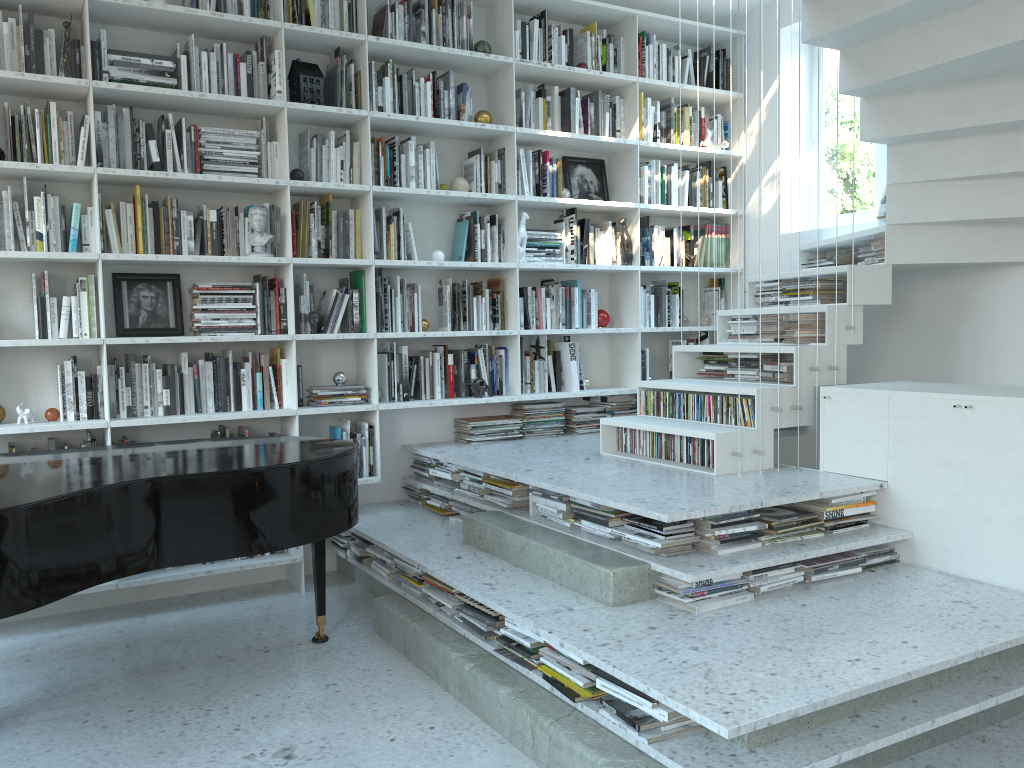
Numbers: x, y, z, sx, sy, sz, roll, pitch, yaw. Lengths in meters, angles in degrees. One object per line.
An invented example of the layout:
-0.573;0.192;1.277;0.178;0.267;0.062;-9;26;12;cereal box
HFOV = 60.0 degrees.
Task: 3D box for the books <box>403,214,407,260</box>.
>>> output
-0.603;-0.773;4.761;0.007;0.254;0.160;-3;5;-29;books

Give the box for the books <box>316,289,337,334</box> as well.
-0.970;-0.369;4.548;0.095;0.228;0.190;-3;4;-29;books

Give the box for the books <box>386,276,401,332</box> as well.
-0.636;-0.424;4.740;0.014;0.297;0.175;-3;5;-29;books

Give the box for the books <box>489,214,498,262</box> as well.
-0.129;-0.806;4.997;0.012;0.274;0.183;-3;5;-29;books

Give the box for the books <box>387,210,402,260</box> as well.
-0.629;-0.779;4.730;0.006;0.270;0.178;-3;5;-29;books

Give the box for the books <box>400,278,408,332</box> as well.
-0.601;-0.421;4.784;0.006;0.285;0.159;-3;5;-29;books

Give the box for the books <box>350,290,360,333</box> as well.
-0.841;-0.376;4.622;0.029;0.223;0.171;-3;5;-29;books

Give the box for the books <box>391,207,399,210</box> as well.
-0.629;-0.797;4.784;0.011;0.300;0.088;-3;5;-29;books

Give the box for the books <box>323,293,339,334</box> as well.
-0.957;-0.361;4.561;0.089;0.210;0.175;-3;4;-29;books

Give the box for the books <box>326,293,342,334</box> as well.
-0.941;-0.363;4.588;0.090;0.212;0.143;-3;5;-29;books

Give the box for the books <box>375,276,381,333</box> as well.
-0.731;-0.419;4.699;0.018;0.295;0.177;-3;5;-29;books

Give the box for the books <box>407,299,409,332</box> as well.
-0.591;-0.369;4.792;0.013;0.179;0.140;-3;5;-29;books

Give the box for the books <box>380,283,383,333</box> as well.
-0.720;-0.412;4.704;0.006;0.282;0.155;-3;5;-29;books

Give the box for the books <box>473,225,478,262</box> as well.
-0.234;-0.769;4.951;0.006;0.210;0.188;-3;4;-29;books

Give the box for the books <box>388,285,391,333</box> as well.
-0.681;-0.398;4.721;0.013;0.249;0.165;-3;5;-29;books

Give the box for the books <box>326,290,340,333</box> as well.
-0.953;-0.370;4.587;0.095;0.226;0.144;-3;5;-29;books

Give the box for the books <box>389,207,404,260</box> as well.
-0.618;-0.788;4.742;0.013;0.287;0.158;-3;5;-29;books

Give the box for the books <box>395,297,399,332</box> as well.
-0.647;-0.368;4.739;0.013;0.186;0.183;-3;4;-29;books

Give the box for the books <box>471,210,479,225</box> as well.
-0.224;-0.814;4.973;0.013;0.296;0.154;-3;5;-29;books

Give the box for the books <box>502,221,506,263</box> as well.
-0.072;-0.796;5.041;0.010;0.246;0.158;-3;5;-29;books

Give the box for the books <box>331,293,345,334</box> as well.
-0.928;-0.367;4.605;0.090;0.215;0.139;-3;5;-29;books

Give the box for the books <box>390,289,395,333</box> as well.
-0.665;-0.387;4.718;0.011;0.226;0.188;-3;4;-29;books

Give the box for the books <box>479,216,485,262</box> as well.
-0.197;-0.798;4.974;0.018;0.263;0.165;-3;5;-29;books

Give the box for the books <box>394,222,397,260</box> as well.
-0.647;-0.748;4.719;0.007;0.212;0.158;-3;5;-29;books

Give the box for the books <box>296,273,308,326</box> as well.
-1.068;-0.407;4.510;0.013;0.307;0.141;-3;5;-29;books

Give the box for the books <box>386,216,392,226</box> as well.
-0.669;-0.763;4.714;0.008;0.243;0.169;-3;5;-29;books

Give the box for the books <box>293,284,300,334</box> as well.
-1.111;-0.378;4.492;0.028;0.253;0.142;-3;5;-29;books

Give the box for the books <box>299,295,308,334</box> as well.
-1.077;-0.348;4.491;0.027;0.192;0.182;-3;4;-29;books

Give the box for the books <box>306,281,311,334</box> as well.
-1.061;-0.387;4.525;0.012;0.266;0.157;-3;5;-29;books

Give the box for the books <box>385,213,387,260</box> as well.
-0.696;-0.769;4.704;0.013;0.256;0.144;-3;5;-29;books

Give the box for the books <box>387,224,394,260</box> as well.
-0.667;-0.736;4.687;0.017;0.192;0.191;-3;4;-29;books

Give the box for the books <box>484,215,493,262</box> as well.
-0.159;-0.807;5.005;0.032;0.275;0.154;-3;5;-29;books

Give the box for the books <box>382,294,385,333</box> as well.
-0.714;-0.375;4.718;0.013;0.204;0.154;-3;5;-29;books

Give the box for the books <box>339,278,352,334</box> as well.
-0.870;-0.407;4.628;0.013;0.286;0.138;-3;5;-29;books

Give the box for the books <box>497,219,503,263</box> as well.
-0.098;-0.798;5.019;0.011;0.253;0.169;-3;5;-29;books

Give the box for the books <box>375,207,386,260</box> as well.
-0.706;-0.778;4.664;0.013;0.279;0.191;-3;5;-29;books

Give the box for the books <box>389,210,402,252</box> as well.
-0.626;-0.781;4.738;0.006;0.274;0.167;-3;5;-29;books

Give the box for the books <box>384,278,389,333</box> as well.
-0.688;-0.415;4.713;0.005;0.284;0.159;-3;5;-29;books

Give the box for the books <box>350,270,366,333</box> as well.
-0.809;-0.429;4.647;0.014;0.325;0.182;-3;5;-29;books

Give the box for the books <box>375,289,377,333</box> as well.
-0.750;-0.391;4.706;0.011;0.239;0.136;-3;5;-29;books

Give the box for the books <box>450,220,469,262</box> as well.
-0.292;-0.782;4.933;0.056;0.241;0.153;-3;5;-29;books

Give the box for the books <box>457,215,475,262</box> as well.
-0.257;-0.796;4.945;0.021;0.264;0.174;-3;5;-29;books

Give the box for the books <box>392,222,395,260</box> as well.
-0.660;-0.747;4.720;0.014;0.209;0.156;-3;5;-29;books

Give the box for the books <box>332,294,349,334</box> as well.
-0.912;-0.361;4.602;0.091;0.205;0.169;-3;4;-29;books

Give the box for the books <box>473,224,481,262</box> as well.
-0.226;-0.775;4.956;0.013;0.219;0.187;-3;4;-29;books

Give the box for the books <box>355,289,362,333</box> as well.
-0.825;-0.379;4.644;0.021;0.226;0.148;-3;5;-29;books

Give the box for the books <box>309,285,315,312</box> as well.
-1.041;-0.380;4.538;0.035;0.248;0.140;-3;5;-29;books

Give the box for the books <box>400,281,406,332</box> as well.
-0.610;-0.411;4.761;0.012;0.267;0.183;-3;5;-29;books

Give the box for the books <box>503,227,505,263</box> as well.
-0.090;-0.779;5.043;0.023;0.212;0.164;-3;5;-29;books

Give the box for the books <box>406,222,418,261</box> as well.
-0.563;-0.750;4.754;0.051;0.210;0.176;-3;4;-29;books

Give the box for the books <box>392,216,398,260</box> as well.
-0.643;-0.765;4.734;0.017;0.243;0.132;-3;5;-29;books

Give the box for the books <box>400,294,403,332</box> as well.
-0.626;-0.379;4.768;0.013;0.203;0.167;-3;4;-29;books

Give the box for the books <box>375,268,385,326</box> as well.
-0.712;-0.444;4.726;0.007;0.342;0.149;-3;5;-29;books

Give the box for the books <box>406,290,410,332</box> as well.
-0.583;-0.391;4.796;0.008;0.223;0.133;-3;5;-29;books

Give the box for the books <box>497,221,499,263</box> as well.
-0.117;-0.794;5.029;0.013;0.245;0.158;-3;5;-29;books

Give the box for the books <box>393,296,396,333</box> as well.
-0.661;-0.384;4.735;0.013;0.218;0.160;-3;5;-29;books

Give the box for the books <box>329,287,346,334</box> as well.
-0.928;-0.379;4.593;0.094;0.239;0.149;-3;5;-29;books

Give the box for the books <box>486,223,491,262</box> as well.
-0.168;-0.780;4.984;0.012;0.224;0.178;-3;5;-29;books

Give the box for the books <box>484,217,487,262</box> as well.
-0.183;-0.797;4.982;0.015;0.260;0.152;-3;5;-29;books
